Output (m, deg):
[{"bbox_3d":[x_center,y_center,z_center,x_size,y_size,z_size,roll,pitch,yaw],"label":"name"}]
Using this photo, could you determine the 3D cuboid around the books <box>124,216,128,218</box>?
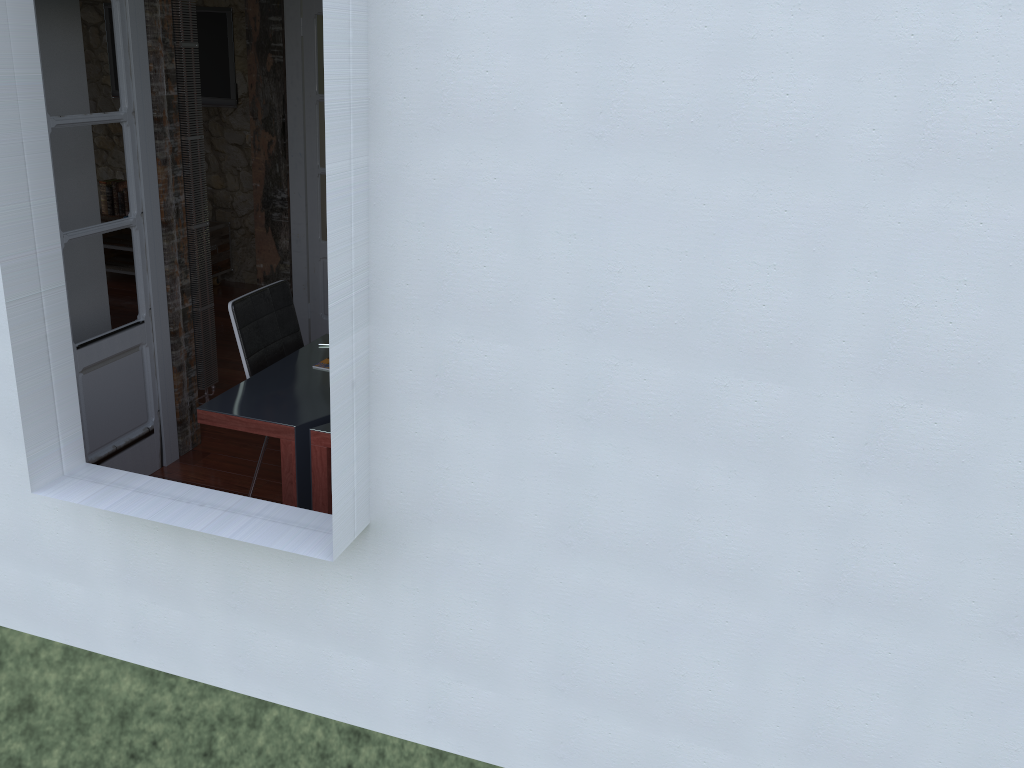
[{"bbox_3d":[-2.815,-1.285,6.841,0.284,0.030,0.201,3,21,1],"label":"books"}]

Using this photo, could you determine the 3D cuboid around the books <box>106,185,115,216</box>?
[{"bbox_3d":[-3.181,-1.490,7.146,0.057,0.225,0.192,8,20,15],"label":"books"}]

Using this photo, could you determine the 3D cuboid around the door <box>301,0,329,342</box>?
[{"bbox_3d":[-0.651,-1.164,5.305,1.187,2.146,0.490,0,19,-9],"label":"door"}]

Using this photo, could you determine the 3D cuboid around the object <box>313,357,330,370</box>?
[{"bbox_3d":[-0.656,-0.099,3.709,0.224,0.012,0.311,11,22,20],"label":"object"}]

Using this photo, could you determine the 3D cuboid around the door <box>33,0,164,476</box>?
[{"bbox_3d":[-1.749,-0.462,3.331,0.041,2.145,1.177,8,20,15],"label":"door"}]

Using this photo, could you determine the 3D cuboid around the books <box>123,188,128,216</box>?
[{"bbox_3d":[-3.046,-1.467,7.113,0.038,0.219,0.162,8,20,15],"label":"books"}]

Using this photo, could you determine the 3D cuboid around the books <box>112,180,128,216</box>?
[{"bbox_3d":[-3.137,-1.495,7.109,0.044,0.265,0.142,8,20,15],"label":"books"}]

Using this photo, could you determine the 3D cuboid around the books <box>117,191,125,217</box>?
[{"bbox_3d":[-3.093,-1.454,7.115,0.048,0.188,0.146,8,20,15],"label":"books"}]

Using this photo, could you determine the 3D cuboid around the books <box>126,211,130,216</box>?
[{"bbox_3d":[-2.817,-1.315,6.836,0.255,0.029,0.177,11,22,20],"label":"books"}]

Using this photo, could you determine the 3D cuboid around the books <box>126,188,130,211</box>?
[{"bbox_3d":[-3.003,-1.462,7.096,0.057,0.224,0.173,8,20,15],"label":"books"}]

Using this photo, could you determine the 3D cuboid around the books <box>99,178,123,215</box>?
[{"bbox_3d":[-3.235,-1.519,7.169,0.066,0.259,0.201,8,20,15],"label":"books"}]

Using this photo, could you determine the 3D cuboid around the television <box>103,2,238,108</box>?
[{"bbox_3d":[-2.566,-2.484,6.716,1.130,0.720,0.106,9,19,16],"label":"television"}]

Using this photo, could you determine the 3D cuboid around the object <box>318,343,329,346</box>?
[{"bbox_3d":[-0.772,-0.173,3.873,0.149,0.011,0.011,0,20,-7],"label":"object"}]

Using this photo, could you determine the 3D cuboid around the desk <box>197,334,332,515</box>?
[{"bbox_3d":[-0.111,0.278,3.694,1.716,0.643,1.468,9,21,15],"label":"desk"}]

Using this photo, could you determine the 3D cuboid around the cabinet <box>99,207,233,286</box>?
[{"bbox_3d":[-2.992,-1.077,7.088,1.425,0.502,0.495,9,20,16],"label":"cabinet"}]

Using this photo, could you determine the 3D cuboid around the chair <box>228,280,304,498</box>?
[{"bbox_3d":[-0.819,0.076,3.782,0.603,0.904,0.482,8,20,16],"label":"chair"}]
